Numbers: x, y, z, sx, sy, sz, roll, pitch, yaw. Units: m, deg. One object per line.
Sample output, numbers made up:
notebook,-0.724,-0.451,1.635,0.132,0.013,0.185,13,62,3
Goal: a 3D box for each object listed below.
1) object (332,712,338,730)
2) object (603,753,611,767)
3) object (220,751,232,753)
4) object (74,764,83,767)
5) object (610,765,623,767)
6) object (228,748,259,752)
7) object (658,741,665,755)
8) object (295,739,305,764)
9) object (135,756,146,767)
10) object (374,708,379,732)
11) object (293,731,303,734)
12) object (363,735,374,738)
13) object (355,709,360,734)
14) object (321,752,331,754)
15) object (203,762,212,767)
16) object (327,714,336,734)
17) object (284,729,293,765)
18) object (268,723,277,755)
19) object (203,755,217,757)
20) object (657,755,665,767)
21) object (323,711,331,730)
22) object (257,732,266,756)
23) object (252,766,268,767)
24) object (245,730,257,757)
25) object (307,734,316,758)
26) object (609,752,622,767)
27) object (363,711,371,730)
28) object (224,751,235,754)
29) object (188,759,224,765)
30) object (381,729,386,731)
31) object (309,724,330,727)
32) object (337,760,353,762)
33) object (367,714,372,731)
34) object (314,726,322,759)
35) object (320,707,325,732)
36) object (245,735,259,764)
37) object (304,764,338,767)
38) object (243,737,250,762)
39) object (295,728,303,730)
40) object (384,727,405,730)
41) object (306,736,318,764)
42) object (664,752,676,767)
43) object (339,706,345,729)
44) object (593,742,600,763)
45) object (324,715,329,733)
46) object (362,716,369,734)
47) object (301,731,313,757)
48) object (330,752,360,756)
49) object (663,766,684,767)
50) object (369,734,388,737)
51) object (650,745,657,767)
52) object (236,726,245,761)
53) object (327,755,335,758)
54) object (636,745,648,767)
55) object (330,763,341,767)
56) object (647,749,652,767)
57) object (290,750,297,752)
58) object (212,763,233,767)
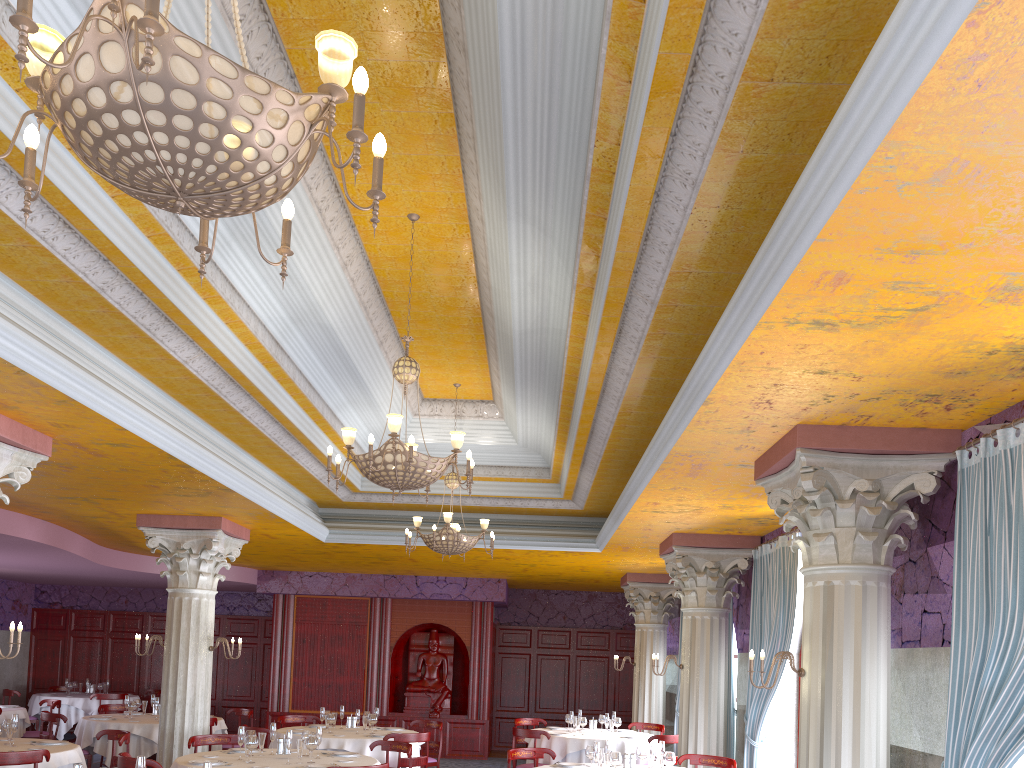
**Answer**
object,-2.521,4.780,12.146,0.086,0.232,0.088,0,-5,26
object,0.900,3.619,8.114,0.086,0.232,0.088,0,-5,26
object,-2.987,3.848,8.958,0.056,0.019,0.263,14,-21,-36
object,-2.722,2.548,5.357,0.074,0.328,0.075,-1,-5,38
object,1.101,4.043,9.061,0.160,0.009,0.165,-8,-21,30
object,-2.861,3.905,9.128,0.315,0.023,0.325,8,-19,-18
object,1.493,3.732,8.549,0.074,0.328,0.075,3,-4,-7
object,-2.062,3.576,8.336,0.086,0.232,0.088,0,-5,26
object,-2.552,2.720,5.874,0.074,0.328,0.075,-1,-5,38
object,-1.915,4.731,12.073,0.074,0.328,0.075,-1,-5,38
object,-2.813,4.622,11.360,0.313,0.023,0.328,2,-18,1
object,-1.877,4.622,11.231,0.028,0.013,0.237,16,-22,-40
object,-2.084,4.559,11.557,0.074,0.328,0.075,-1,-5,38
object,-1.948,3.977,9.238,0.263,0.019,0.056,17,-22,-38
object,-2.035,2.685,5.703,0.074,0.328,0.075,-1,-5,38
object,-2.439,4.576,11.543,0.122,0.258,0.125,3,-6,-7
object,-2.147,3.495,8.243,0.074,0.328,0.075,-1,-5,38
object,-2.495,3.701,8.930,0.074,0.328,0.075,-1,-5,38
object,-3.025,3.730,8.578,0.162,0.009,0.162,16,-22,-36
object,1.409,3.642,8.126,0.086,0.232,0.087,4,-5,-18
object,-2.616,4.741,12.079,0.122,0.258,0.125,3,-6,-7
object,-2.583,3.715,8.832,0.086,0.232,0.088,2,-5,4
object,-2.330,3.546,7.922,0.161,0.009,0.164,-13,-23,39
object,-2.678,3.677,8.765,0.123,0.258,0.124,6,-7,-30
object,-2.074,3.739,8.844,0.086,0.232,0.088,2,-5,4
object,0.969,3.578,8.019,0.123,0.258,0.124,6,-7,-30
object,-2.079,4.818,12.254,0.122,0.258,0.125,3,-6,-7
object,-2.961,3.866,8.986,0.022,0.003,0.258,18,-23,-41
object,-2.876,3.558,8.046,0.313,0.023,0.328,2,-18,1
object,-1.835,4.956,12.263,0.030,0.010,0.142,15,-22,-38
object,-2.798,4.969,12.442,0.318,0.023,0.323,-13,-23,39
object,-1.675,3.793,8.615,0.161,0.009,0.164,-13,-23,39
object,-2.012,4.803,12.158,0.086,0.232,0.088,2,-5,4
object,-1.978,3.667,8.760,0.074,0.328,0.074,4,-4,-30
object,-2.601,4.594,11.727,0.074,0.328,0.075,-1,-5,38
object,-2.502,3.512,8.229,0.122,0.258,0.125,3,-6,-7
object,-1.792,3.594,8.029,0.313,0.023,0.328,2,-18,1
object,-2.571,3.553,8.324,0.086,0.232,0.088,0,-5,26
object,-2.962,4.794,11.891,0.162,0.009,0.162,16,-22,-36
object,-1.715,5.005,12.425,0.315,0.023,0.325,8,-19,-18
object,-1.966,3.589,8.404,0.123,0.258,0.124,6,-7,-30
object,1.505,3.654,8.194,0.123,0.258,0.124,6,-7,-30
object,-2.432,4.766,12.243,0.074,0.328,0.075,-1,-5,38
object,0.807,3.595,8.203,0.074,0.328,0.075,1,-4,15
object,-2.508,4.617,11.638,0.086,0.232,0.087,4,-5,-18
object,-1.999,4.640,11.649,0.086,0.232,0.088,0,-5,26
object,-2.142,3.754,8.940,0.122,0.258,0.125,1,-6,15
object,-1.777,3.941,9.111,0.315,0.023,0.325,-8,-20,30
object,1.694,4.007,8.901,0.313,0.023,0.328,2,-18,1
object,-1.730,4.658,11.342,0.313,0.023,0.328,2,-18,1
object,1.324,3.560,8.033,0.074,0.328,0.075,-1,-5,38
object,-2.664,3.529,8.413,0.074,0.328,0.075,3,-4,-7
object,-1.897,3.891,8.949,0.030,0.010,0.142,15,-22,-38
object,1.329,3.819,8.730,0.122,0.258,0.125,3,-6,-7
object,-1.666,3.655,8.199,0.056,0.019,0.263,14,-21,-36
object,1.396,3.804,8.634,0.086,0.232,0.088,0,-5,26
object,-2.370,3.977,9.271,0.158,0.009,0.166,2,-18,1
object,-2.705,3.526,7.919,0.263,0.019,0.056,17,-22,-38
